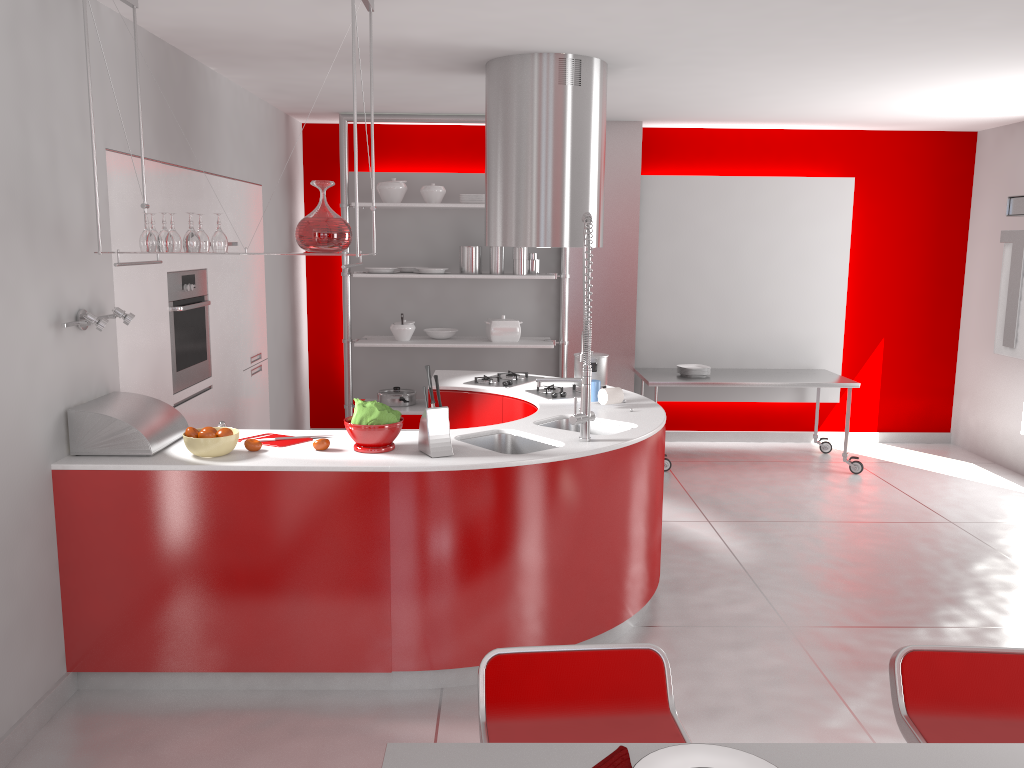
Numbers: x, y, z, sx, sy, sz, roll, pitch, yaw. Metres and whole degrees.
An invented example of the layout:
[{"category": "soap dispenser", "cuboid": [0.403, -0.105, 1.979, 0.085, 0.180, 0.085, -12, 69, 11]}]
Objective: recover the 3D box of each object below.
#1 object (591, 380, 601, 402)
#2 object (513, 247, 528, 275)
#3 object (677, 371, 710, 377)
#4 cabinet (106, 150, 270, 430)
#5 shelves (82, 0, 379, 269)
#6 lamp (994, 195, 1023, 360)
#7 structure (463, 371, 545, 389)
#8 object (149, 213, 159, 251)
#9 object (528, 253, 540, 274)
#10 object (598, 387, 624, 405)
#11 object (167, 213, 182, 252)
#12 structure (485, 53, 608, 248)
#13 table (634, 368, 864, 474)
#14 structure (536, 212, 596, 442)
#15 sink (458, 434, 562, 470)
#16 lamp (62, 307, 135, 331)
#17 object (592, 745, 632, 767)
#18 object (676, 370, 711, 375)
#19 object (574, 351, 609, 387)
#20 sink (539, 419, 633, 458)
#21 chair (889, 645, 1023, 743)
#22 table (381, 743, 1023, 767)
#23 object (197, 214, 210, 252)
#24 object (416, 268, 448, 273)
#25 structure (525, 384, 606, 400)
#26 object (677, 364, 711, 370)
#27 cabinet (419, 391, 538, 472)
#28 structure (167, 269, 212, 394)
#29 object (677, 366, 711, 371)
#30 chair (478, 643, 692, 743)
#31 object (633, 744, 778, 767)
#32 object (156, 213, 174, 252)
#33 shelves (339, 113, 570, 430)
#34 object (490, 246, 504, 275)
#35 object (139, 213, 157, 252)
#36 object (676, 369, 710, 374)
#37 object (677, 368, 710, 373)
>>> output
[{"category": "object", "cuboid": [0.393, 0.031, 4.427, 0.080, 0.100, 0.109, -4, 10, -28]}, {"category": "object", "cuboid": [0.063, -0.948, 6.580, 0.115, 0.274, 0.115, -1, 9, -8]}, {"category": "object", "cuboid": [1.380, -0.074, 6.753, 0.228, 0.020, 0.228, -3, 10, -19]}, {"category": "cabinet", "cuboid": [-1.970, -0.137, 4.915, 0.614, 2.026, 2.398, 0, 9, -1]}, {"category": "shelves", "cuboid": [-0.995, -0.950, 3.262, 0.934, 1.023, 0.462, 0, 9, -1]}, {"category": "lamp", "cuboid": [0.640, -0.512, 0.665, 0.304, 1.025, 0.304, 0, 9, -1]}, {"category": "structure", "cuboid": [-0.041, -0.036, 5.131, 0.303, 0.037, 0.457, 6, 10, 29]}, {"category": "object", "cuboid": [-1.362, -0.576, 3.368, 0.060, 0.141, 0.060, 0, 9, -1]}, {"category": "object", "cuboid": [0.151, -0.920, 6.776, 0.127, 0.157, 0.127, 2, 9, 9]}, {"category": "object", "cuboid": [0.474, 0.056, 4.328, 0.100, 0.080, 0.109, -5, 11, -31]}, {"category": "object", "cuboid": [-1.277, -0.570, 3.339, 0.060, 0.141, 0.060, 0, 9, -1]}, {"category": "structure", "cuboid": [0.178, -1.217, 4.775, 0.644, 0.958, 0.644, -6, 11, -34]}, {"category": "table", "cuboid": [1.789, 0.268, 6.858, 1.627, 0.682, 0.749, 1, 9, 0]}, {"category": "structure", "cuboid": [0.259, -0.231, 3.593, 0.178, 0.920, 0.308, 9, 12, 42]}, {"category": "sink", "cuboid": [-0.014, 0.336, 3.617, 0.326, 0.172, 0.428, -7, 12, -39]}, {"category": "lamp", "cuboid": [-1.563, -0.244, 3.378, 0.155, 0.081, 0.454, 0, 9, -1]}, {"category": "object", "cuboid": [0.112, 0.510, 1.096, 0.095, 0.012, 0.234, 0, 9, -1]}, {"category": "object", "cuboid": [1.380, -0.085, 6.752, 0.228, 0.020, 0.228, -3, 10, -19]}, {"category": "object", "cuboid": [0.425, -0.086, 4.777, 0.189, 0.185, 0.218, -7, 12, -38]}, {"category": "sink", "cuboid": [0.325, 0.283, 3.962, 0.428, 0.172, 0.326, 8, 12, 37]}, {"category": "chair", "cuboid": [0.979, 1.002, 1.722, 0.418, 0.857, 0.460, 1, 9, 4]}, {"category": "table", "cuboid": [0.679, 1.056, 0.918, 1.700, 1.000, 0.800, 0, 9, -1]}, {"category": "object", "cuboid": [-1.180, -0.573, 3.365, 0.060, 0.141, 0.060, 0, 9, -1]}, {"category": "object", "cuboid": [-0.596, -0.841, 6.611, 0.244, 0.042, 0.244, -2, 10, -16]}, {"category": "structure", "cuboid": [0.333, 0.029, 4.755, 0.457, 0.037, 0.303, -4, 10, -26]}, {"category": "object", "cuboid": [1.381, -0.125, 6.745, 0.228, 0.020, 0.228, -3, 10, -19]}, {"category": "cabinet", "cuboid": [-0.637, 0.553, 4.127, 1.025, 0.761, 1.875, 9, 13, 44]}, {"category": "structure", "cuboid": [-1.648, -0.287, 4.592, 0.050, 0.589, 0.599, 0, 9, -1]}, {"category": "object", "cuboid": [1.381, -0.115, 6.747, 0.228, 0.020, 0.228, -3, 10, -19]}, {"category": "chair", "cuboid": [0.143, 0.995, 1.713, 0.418, 0.857, 0.460, 0, 9, -6]}, {"category": "object", "cuboid": [0.250, 0.510, 1.092, 0.217, 0.015, 0.217, 7, 11, 35]}, {"category": "object", "cuboid": [-1.268, -0.553, 3.237, 0.060, 0.141, 0.060, -4, 10, -24]}, {"category": "shelves", "cuboid": [-0.428, -0.709, 6.761, 1.735, 2.599, 0.535, 0, 9, -1]}, {"category": "object", "cuboid": [-0.112, -0.984, 6.621, 0.109, 0.329, 0.110, 0, 9, -3]}, {"category": "object", "cuboid": [-1.351, -0.562, 3.284, 0.060, 0.141, 0.060, 0, 9, -1]}, {"category": "object", "cuboid": [1.381, -0.095, 6.750, 0.228, 0.020, 0.228, -3, 10, -19]}, {"category": "object", "cuboid": [1.381, -0.105, 6.748, 0.228, 0.020, 0.228, -3, 10, -19]}]
